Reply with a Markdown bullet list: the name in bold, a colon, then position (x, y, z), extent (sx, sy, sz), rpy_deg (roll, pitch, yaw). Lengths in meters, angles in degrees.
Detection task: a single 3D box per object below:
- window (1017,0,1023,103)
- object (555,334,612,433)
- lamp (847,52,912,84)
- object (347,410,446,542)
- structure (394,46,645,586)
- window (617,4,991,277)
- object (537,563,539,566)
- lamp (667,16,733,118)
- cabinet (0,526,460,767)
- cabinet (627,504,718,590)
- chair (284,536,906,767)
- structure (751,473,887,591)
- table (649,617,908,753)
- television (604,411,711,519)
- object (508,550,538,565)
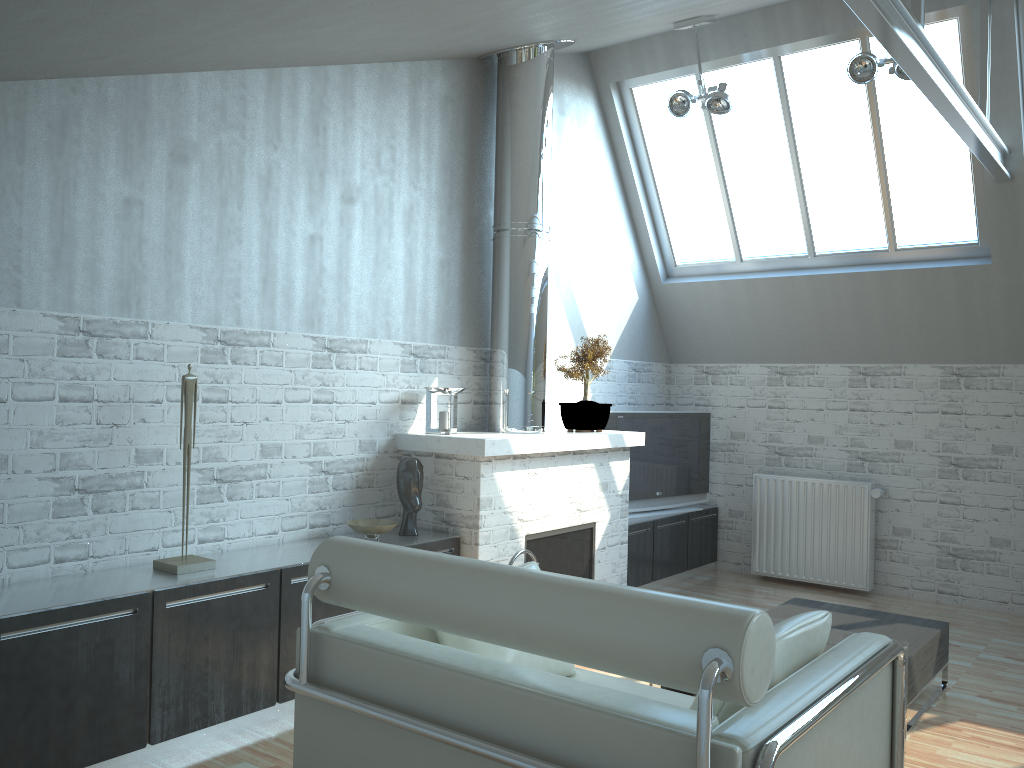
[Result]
- **window**: position (7.940, -3.007, 9.091), extent (4.651, 2.787, 1.897), rpy_deg (1, -1, 37)
- **object**: position (0.867, -0.030, 11.177), extent (0.572, 1.265, 1.115), rpy_deg (1, -1, 41)
- **lamp**: position (4.038, -3.897, 9.595), extent (0.808, 1.172, 0.619), rpy_deg (1, -1, 41)
- **object**: position (0.690, 1.579, 7.782), extent (4.859, 2.558, 1.528), rpy_deg (1, -1, 36)
- **structure**: position (0.243, -0.718, 10.612), extent (1.309, 7.180, 3.302), rpy_deg (1, -1, 37)
- **window**: position (3.904, -3.083, 12.176), extent (4.651, 2.787, 1.897), rpy_deg (1, -1, 37)
- **object**: position (0.262, 2.320, 9.326), extent (0.155, 0.873, 0.026), rpy_deg (1, -1, 39)
- **lamp**: position (2.282, -3.930, 10.938), extent (0.808, 1.172, 0.619), rpy_deg (1, -1, 41)
- **cabinet**: position (-2.291, 2.148, 7.615), extent (0.914, 1.270, 4.572), rpy_deg (1, -1, 37)
- **cabinet**: position (1.956, 2.425, 13.198), extent (0.908, 1.016, 3.234), rpy_deg (1, -1, 37)
- **chair**: position (0.443, 1.826, 4.560), extent (2.507, 2.001, 2.201), rpy_deg (1, -1, 37)
- **structure**: position (4.497, 2.152, 13.070), extent (1.892, 1.524, 0.508), rpy_deg (1, -1, 37)
- **table**: position (2.107, 2.433, 7.073), extent (1.726, 0.867, 1.015), rpy_deg (1, -1, 37)
- **television**: position (2.093, 1.162, 13.240), extent (2.577, 1.514, 0.592), rpy_deg (2, -1, -43)
- **object**: position (0.098, 2.291, 9.250), extent (0.412, 1.124, 0.584), rpy_deg (1, -1, 37)
